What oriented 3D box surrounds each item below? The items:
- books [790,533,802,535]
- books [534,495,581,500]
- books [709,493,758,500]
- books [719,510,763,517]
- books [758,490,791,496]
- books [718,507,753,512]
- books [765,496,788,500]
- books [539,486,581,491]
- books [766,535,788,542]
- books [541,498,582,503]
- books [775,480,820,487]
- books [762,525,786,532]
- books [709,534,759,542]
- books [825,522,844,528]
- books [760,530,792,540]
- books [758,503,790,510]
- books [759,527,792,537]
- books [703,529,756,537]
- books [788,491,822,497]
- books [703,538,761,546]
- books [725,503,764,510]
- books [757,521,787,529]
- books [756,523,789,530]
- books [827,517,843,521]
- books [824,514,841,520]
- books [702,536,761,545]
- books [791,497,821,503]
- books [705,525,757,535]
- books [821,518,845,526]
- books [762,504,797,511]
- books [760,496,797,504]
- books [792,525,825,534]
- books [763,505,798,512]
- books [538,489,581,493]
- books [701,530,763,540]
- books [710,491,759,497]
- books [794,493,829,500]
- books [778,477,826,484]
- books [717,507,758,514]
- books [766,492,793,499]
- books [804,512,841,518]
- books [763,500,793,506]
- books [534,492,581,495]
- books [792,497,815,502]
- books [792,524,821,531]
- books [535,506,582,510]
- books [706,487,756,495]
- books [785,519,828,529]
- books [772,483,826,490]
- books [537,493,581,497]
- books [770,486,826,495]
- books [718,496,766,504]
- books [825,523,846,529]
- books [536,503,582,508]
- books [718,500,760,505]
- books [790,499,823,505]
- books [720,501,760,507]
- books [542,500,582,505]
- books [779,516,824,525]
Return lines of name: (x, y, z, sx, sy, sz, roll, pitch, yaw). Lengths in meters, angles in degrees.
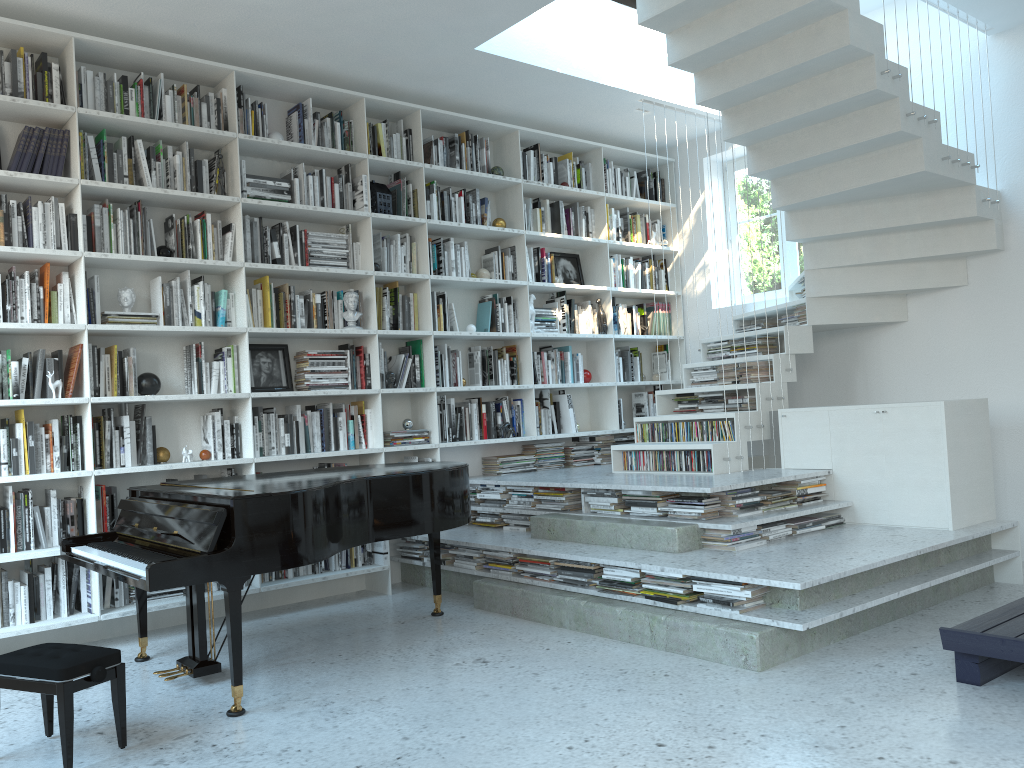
books: (1.541, 0.802, 4.843, 0.249, 0.009, 0.144, -2, -3, -40)
books: (0.294, 0.687, 5.421, 0.179, 0.017, 0.293, -2, -3, -38)
books: (1.175, 0.594, 4.707, 0.220, 0.018, 0.154, -2, -3, -38)
books: (1.188, 0.683, 4.694, 0.216, 0.015, 0.177, -1, -3, -41)
books: (1.402, 0.600, 4.871, 0.203, 0.011, 0.173, -1, -3, -44)
books: (1.174, 0.658, 4.710, 0.207, 0.012, 0.131, -1, -3, -43)
books: (1.396, 0.624, 4.880, 0.179, 0.010, 0.160, -2, -3, -37)
books: (0.300, 0.631, 5.429, 0.139, 0.028, 0.262, -2, -2, -34)
books: (1.325, 0.805, 4.659, 0.208, 0.015, 0.152, -1, -3, -41)
books: (0.302, 0.705, 5.426, 0.159, 0.018, 0.203, -1, -3, -41)
books: (1.630, 0.566, 5.063, 0.192, 0.024, 0.167, -2, -2, -34)
books: (1.317, 0.758, 4.666, 0.210, 0.018, 0.134, -2, -3, -36)
books: (1.109, 0.770, 4.472, 0.210, 0.012, 0.168, -2, -3, -35)
books: (1.751, 0.790, 5.007, 0.179, 0.010, 0.160, -2, -3, -39)
books: (1.333, 0.787, 4.648, 0.232, 0.019, 0.169, -1, -3, -44)
books: (1.393, 0.666, 4.885, 0.293, 0.014, 0.134, -1, -3, -42)
books: (1.325, 0.772, 4.656, 0.272, 0.012, 0.158, -1, -3, -41)
books: (1.098, 0.747, 4.485, 0.257, 0.010, 0.132, -2, -3, -35)
books: (1.627, 0.627, 5.069, 0.268, 0.014, 0.160, -2, -3, -40)
books: (1.106, 0.791, 4.476, 0.264, 0.006, 0.164, -2, -3, -38)
books: (1.189, 0.644, 4.692, 0.215, 0.013, 0.189, -2, -3, -40)
books: (1.318, 0.737, 4.663, 0.220, 0.013, 0.149, -2, -3, -40)
books: (1.320, 0.746, 4.661, 0.242, 0.005, 0.152, -2, -3, -38)
books: (1.746, 0.765, 5.012, 0.225, 0.007, 0.133, -2, -3, -35)
books: (1.741, 0.755, 5.016, 0.228, 0.014, 0.133, -2, -3, -40)
books: (1.106, 0.784, 4.476, 0.285, 0.008, 0.159, -1, -3, -41)
books: (1.630, 0.662, 5.068, 0.259, 0.009, 0.152, -1, -3, -42)
books: (1.105, 0.729, 4.475, 0.233, 0.025, 0.157, -1, -3, -44)
books: (1.748, 0.777, 5.009, 0.234, 0.017, 0.151, -2, -3, -38)
books: (1.406, 0.674, 4.869, 0.287, 0.005, 0.165, -2, -2, -34)
books: (1.411, 0.635, 4.862, 0.273, 0.014, 0.188, -1, -3, -44)
books: (1.554, 0.787, 4.827, 0.250, 0.018, 0.177, -2, -3, -36)
books: (1.407, 0.680, 4.869, 0.291, 0.007, 0.174, -2, -3, -36)
books: (0.309, 0.651, 5.436, 0.128, 0.013, 0.296, -1, -3, -41)
books: (1.106, 0.758, 4.475, 0.292, 0.012, 0.159, -2, -3, -36)
books: (1.179, 0.580, 4.701, 0.228, 0.009, 0.159, -1, -3, -43)
books: (1.641, 0.637, 5.053, 0.281, 0.008, 0.181, -2, -2, -34)
books: (1.636, 0.546, 5.055, 0.285, 0.013, 0.181, -1, -3, -44)
books: (1.178, 0.670, 4.706, 0.227, 0.013, 0.148, -1, -3, -41)
books: (1.399, 0.612, 4.876, 0.245, 0.013, 0.172, -2, -3, -40)
books: (1.741, 0.745, 5.016, 0.215, 0.007, 0.130, -2, -3, -37)
books: (1.402, 0.650, 4.873, 0.214, 0.015, 0.177, -2, -3, -38)
books: (0.290, 0.662, 5.419, 0.187, 0.009, 0.261, -2, -3, -40)
books: (1.625, 0.650, 5.072, 0.262, 0.016, 0.132, -1, -3, -44)
books: (1.549, 0.776, 4.832, 0.254, 0.005, 0.161, -1, -3, -43)
books: (0.292, 0.750, 5.415, 0.182, 0.011, 0.253, -2, -3, -35)
books: (1.165, 0.569, 4.717, 0.261, 0.016, 0.129, -2, -3, -40)
books: (1.554, 0.756, 4.826, 0.287, 0.018, 0.190, -2, -3, -40)
books: (1.635, 0.583, 5.057, 0.261, 0.012, 0.179, -2, -3, -35)
books: (0.295, 0.673, 5.423, 0.161, 0.012, 0.254, -2, -3, -35)
books: (1.632, 0.605, 5.063, 0.284, 0.030, 0.177, -2, -3, -38)
books: (1.192, 0.609, 4.687, 0.230, 0.015, 0.190, -2, -2, -34)
books: (1.754, 0.798, 5.003, 0.261, 0.006, 0.151, -1, -3, -43)
books: (0.296, 0.737, 5.419, 0.177, 0.014, 0.247, -1, -3, -41)
books: (1.179, 0.622, 4.703, 0.260, 0.009, 0.153, -2, -3, -36)
books: (1.636, 0.671, 5.060, 0.220, 0.011, 0.177, -1, -3, -41)
books: (1.181, 0.632, 4.701, 0.210, 0.012, 0.168, -2, -3, -38)
books: (0.312, 0.722, 5.433, 0.138, 0.017, 0.237, -2, -3, -40)
books: (1.541, 0.743, 4.829, 0.274, 0.009, 0.176, -2, -3, -39)
